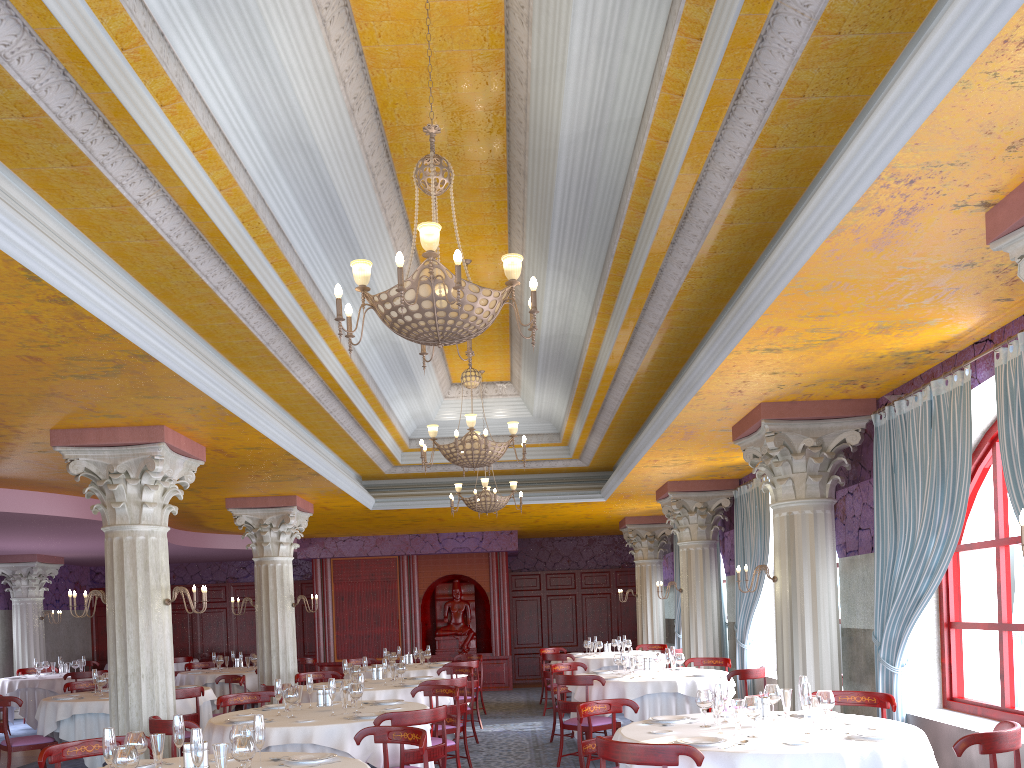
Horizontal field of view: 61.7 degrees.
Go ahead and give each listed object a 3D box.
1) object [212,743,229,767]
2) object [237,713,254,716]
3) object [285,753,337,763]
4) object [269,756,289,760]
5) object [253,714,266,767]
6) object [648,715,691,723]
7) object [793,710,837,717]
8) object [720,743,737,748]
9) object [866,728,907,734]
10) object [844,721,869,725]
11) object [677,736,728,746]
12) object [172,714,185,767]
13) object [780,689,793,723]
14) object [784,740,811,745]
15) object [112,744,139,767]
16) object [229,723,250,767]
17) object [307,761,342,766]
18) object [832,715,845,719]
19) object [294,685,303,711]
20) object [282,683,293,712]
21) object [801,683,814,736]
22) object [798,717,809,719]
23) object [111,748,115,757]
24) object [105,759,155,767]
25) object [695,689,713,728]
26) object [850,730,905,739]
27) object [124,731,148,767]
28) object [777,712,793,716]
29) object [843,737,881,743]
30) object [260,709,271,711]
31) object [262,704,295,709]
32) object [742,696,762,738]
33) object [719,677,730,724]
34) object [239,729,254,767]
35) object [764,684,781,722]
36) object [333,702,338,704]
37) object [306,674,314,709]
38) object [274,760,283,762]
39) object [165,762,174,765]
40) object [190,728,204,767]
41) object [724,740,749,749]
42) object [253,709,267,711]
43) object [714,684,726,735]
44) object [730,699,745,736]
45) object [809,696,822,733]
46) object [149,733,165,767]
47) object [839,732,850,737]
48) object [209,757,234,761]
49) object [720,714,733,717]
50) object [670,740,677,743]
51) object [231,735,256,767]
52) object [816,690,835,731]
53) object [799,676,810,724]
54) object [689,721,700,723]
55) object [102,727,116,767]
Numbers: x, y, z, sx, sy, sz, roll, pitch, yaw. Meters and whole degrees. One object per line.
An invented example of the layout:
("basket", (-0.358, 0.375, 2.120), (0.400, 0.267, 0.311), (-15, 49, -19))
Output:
("object", (-1.500, 1.977, 4.423), (0.086, 0.235, 0.086), (-3, -2, 25))
("object", (-2.452, 3.037, 7.865), (0.160, 0.009, 0.163), (-7, -16, 19))
("object", (-1.221, 2.281, 5.211), (0.313, 0.024, 0.323), (3, -16, -19))
("object", (-1.393, 2.322, 5.335), (0.259, 0.019, 0.056), (11, -18, -40))
("object", (-1.427, 2.038, 4.847), (0.074, 0.333, 0.074), (-2, -1, -9))
("object", (1.173, 2.498, 6.374), (0.313, 0.024, 0.323), (-2, -15, 0))
("object", (2.256, 2.458, 6.376), (0.313, 0.024, 0.323), (-2, -15, 0))
("object", (1.320, 2.191, 5.192), (0.022, 0.003, 0.256), (-15, -20, 41))
("object", (2.382, 2.214, 5.465), (0.055, 0.019, 0.263), (9, -18, -39))
("object", (2.367, 2.331, 5.882), (0.160, 0.009, 0.163), (-7, -16, 19))
("object", (1.176, 2.211, 5.290), (0.315, 0.024, 0.321), (-7, -16, 19))
("object", (-1.946, 2.100, 5.007), (0.074, 0.333, 0.074), (-2, -1, -9))
("object", (1.956, 2.290, 6.098), (0.086, 0.235, 0.086), (-3, -2, 25))
("object", (1.724, 2.168, 5.175), (0.158, 0.009, 0.164), (-2, -15, 0))
("object", (-1.940, 1.950, 4.308), (0.123, 0.262, 0.123), (-3, -3, 14))
("object", (-1.591, 2.127, 5.027), (0.123, 0.262, 0.122), (-4, -3, 36))
("object", (-1.107, 2.244, 5.066), (0.028, 0.013, 0.235), (-14, -18, 43))
("object", (2.370, 2.421, 6.231), (0.028, 0.013, 0.235), (-14, -18, 43))
("object", (-2.023, 2.976, 8.122), (0.086, 0.235, 0.086), (-2, -2, 2))
("object", (-2.117, 2.948, 8.052), (0.123, 0.262, 0.123), (-3, -3, 14))
("object", (1.890, 2.084, 5.492), (0.074, 0.333, 0.074), (-2, -1, -9))
("object", (2.139, 2.426, 6.212), (0.030, 0.010, 0.142), (9, -19, -41))
("object", (-2.009, 1.991, 4.402), (0.086, 0.235, 0.086), (-2, -2, 2))
("object", (-2.304, 2.321, 5.208), (0.315, 0.024, 0.321), (-7, -16, 19))
("object", (1.352, 2.276, 6.007), (0.123, 0.262, 0.123), (-3, -3, 14))
("object", (2.259, 2.171, 5.292), (0.315, 0.024, 0.321), (-7, -16, 19))
("object", (-2.125, 2.098, 4.841), (0.122, 0.262, 0.124), (-2, -3, -9))
("object", (2.084, 2.500, 6.500), (0.259, 0.019, 0.056), (11, -18, -40))
("object", (2.114, 2.152, 5.178), (0.028, 0.013, 0.237), (9, -19, -43))
("object", (-2.394, 3.147, 8.275), (0.022, 0.003, 0.258), (12, -20, -43))
("object", (-2.297, 3.170, 8.419), (0.313, 0.024, 0.323), (-2, -15, 0))
("object", (1.537, 2.128, 5.473), (0.123, 0.262, 0.123), (-3, -3, 14))
("object", (1.531, 2.278, 6.173), (0.074, 0.333, 0.074), (-3, -1, 36))
("object", (-1.521, 2.113, 4.932), (0.085, 0.235, 0.086), (-2, -2, -20))
("object", (1.886, 2.305, 6.192), (0.122, 0.262, 0.124), (-2, -3, -9))
("object", (-1.808, 3.200, 8.571), (0.160, 0.009, 0.163), (-7, -16, 19))
("object", (-1.939, 2.950, 8.218), (0.074, 0.333, 0.074), (-3, -1, 36))
("object", (-1.364, 2.323, 5.309), (0.022, 0.003, 0.256), (-15, -20, 41))
("object", (-2.159, 2.351, 5.322), (0.028, 0.013, 0.237), (9, -19, -43))
("object", (-1.587, 1.906, 4.327), (0.074, 0.333, 0.074), (-2, -1, -9))
("object", (1.348, 2.174, 5.166), (0.259, 0.019, 0.056), (11, -18, -40))
("object", (-2.420, 3.132, 8.246), (0.055, 0.019, 0.263), (9, -18, -39))
("object", (1.370, 2.146, 5.653), (0.074, 0.333, 0.074), (-3, -1, 36))
("object", (1.468, 2.168, 5.568), (0.085, 0.235, 0.086), (-2, -2, -20))
("object", (1.977, 2.155, 5.589), (0.085, 0.235, 0.086), (-2, -2, -20))
("object", (-2.030, 2.127, 4.911), (0.085, 0.235, 0.086), (-2, -2, -20))
("object", (2.095, 2.215, 5.409), (0.140, 0.010, 0.030), (11, -19, -42))
("object", (-1.816, 2.350, 5.360), (0.158, 0.009, 0.164), (-2, -15, 0))
("object", (1.661, 2.528, 6.526), (0.160, 0.009, 0.163), (-7, -16, 19))
("object", (1.062, 2.260, 5.435), (0.028, 0.013, 0.235), (-14, -18, 43))
("object", (-1.406, 1.979, 4.493), (0.122, 0.262, 0.124), (-2, -3, -9))
("object", (2.071, 2.157, 5.658), (0.122, 0.262, 0.124), (-2, -3, -9))
("object", (2.050, 2.215, 6.012), (0.074, 0.333, 0.074), (-3, -1, 36))
("object", (1.337, 2.468, 6.257), (0.140, 0.010, 0.030), (11, -19, -42))
("object", (-2.107, 1.969, 4.487), (0.074, 0.333, 0.074), (-2, -1, -9))
